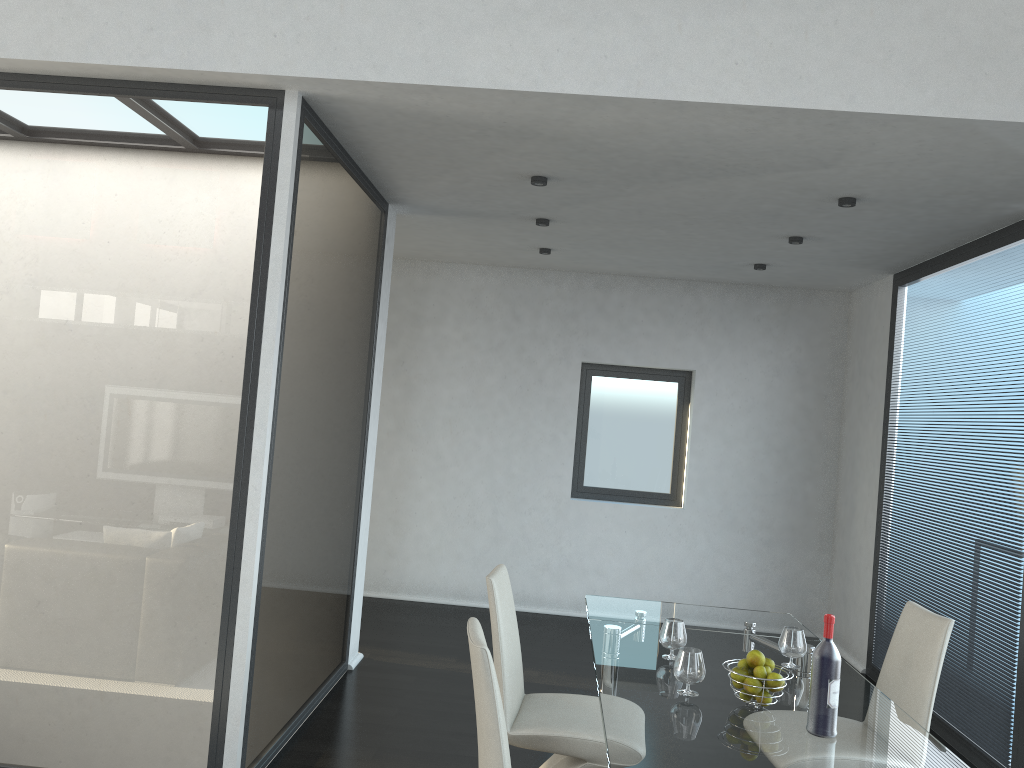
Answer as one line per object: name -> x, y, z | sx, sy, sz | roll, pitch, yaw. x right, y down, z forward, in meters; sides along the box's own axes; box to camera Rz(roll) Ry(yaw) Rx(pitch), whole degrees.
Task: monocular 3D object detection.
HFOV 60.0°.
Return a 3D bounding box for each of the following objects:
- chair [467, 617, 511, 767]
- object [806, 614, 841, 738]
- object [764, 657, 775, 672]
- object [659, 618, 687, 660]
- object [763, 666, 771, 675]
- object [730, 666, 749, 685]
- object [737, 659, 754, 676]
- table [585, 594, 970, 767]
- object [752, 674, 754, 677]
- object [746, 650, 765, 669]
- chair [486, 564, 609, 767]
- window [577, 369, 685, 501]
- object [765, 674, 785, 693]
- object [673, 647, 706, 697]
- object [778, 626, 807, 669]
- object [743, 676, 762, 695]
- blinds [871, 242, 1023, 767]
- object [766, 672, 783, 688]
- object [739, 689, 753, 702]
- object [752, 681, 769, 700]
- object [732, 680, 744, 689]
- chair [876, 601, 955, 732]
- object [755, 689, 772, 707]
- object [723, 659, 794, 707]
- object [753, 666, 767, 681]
chair -> 0.148, 1.158, 2.375 | 0.612, 0.959, 0.471 | 5, -2, -7
object -> 0.865, 0.801, 2.447 | 0.082, 0.326, 0.082 | 4, -2, 24
object -> 0.774, 0.853, 2.693 | 0.047, 0.045, 0.047 | 5, -2, 4
object -> 0.565, 0.895, 3.115 | 0.098, 0.132, 0.098 | 4, -2, 23
object -> 0.756, 0.862, 2.657 | 0.040, 0.038, 0.040 | 6, -2, -26
object -> 0.678, 0.868, 2.638 | 0.055, 0.048, 0.054 | 5, -2, -3
object -> 0.708, 0.859, 2.685 | 0.055, 0.054, 0.050 | 6, -2, -27
table -> 0.704, 1.327, 2.717 | 0.940, 0.731, 2.720 | 5, -2, 3
object -> 0.747, 0.885, 2.702 | 0.047, 0.045, 0.047 | 5, -2, 7
object -> 0.730, 0.824, 2.654 | 0.055, 0.056, 0.055 | 5, -2, 3
chair -> 0.179, 1.187, 3.218 | 0.612, 0.959, 0.471 | 5, -2, 8
window -> 0.966, 0.410, 7.210 | 0.800, 1.000, 0.050 | 5, -2, 3
object -> 0.780, 0.887, 2.634 | 0.058, 0.058, 0.058 | 6, -2, -30
object -> 0.543, 0.881, 2.717 | 0.098, 0.132, 0.098 | 4, -2, 23
object -> 0.992, 0.931, 3.138 | 0.098, 0.132, 0.098 | 4, -2, 23
object -> 0.706, 0.884, 2.601 | 0.053, 0.055, 0.054 | 6, -2, -32
blinds -> 2.429, 0.589, 4.996 | 0.018, 2.537, 1.787 | 5, -2, 3
object -> 0.768, 0.868, 2.593 | 0.047, 0.048, 0.047 | 6, -2, -34
object -> 0.697, 0.928, 2.643 | 0.038, 0.038, 0.038 | 5, -2, 7
object -> 0.741, 0.922, 2.671 | 0.059, 0.056, 0.061 | 6, -2, -42
object -> 0.687, 0.899, 2.677 | 0.045, 0.042, 0.045 | 5, -2, -2
chair -> 1.192, 1.270, 3.181 | 0.612, 0.959, 0.471 | 5, -2, -2
object -> 0.743, 0.925, 2.615 | 0.048, 0.048, 0.048 | 4, -2, 14
object -> 0.730, 0.903, 2.645 | 0.206, 0.105, 0.206 | 6, -2, -42
object -> 0.731, 0.852, 2.613 | 0.040, 0.043, 0.044 | 4, -2, 18
